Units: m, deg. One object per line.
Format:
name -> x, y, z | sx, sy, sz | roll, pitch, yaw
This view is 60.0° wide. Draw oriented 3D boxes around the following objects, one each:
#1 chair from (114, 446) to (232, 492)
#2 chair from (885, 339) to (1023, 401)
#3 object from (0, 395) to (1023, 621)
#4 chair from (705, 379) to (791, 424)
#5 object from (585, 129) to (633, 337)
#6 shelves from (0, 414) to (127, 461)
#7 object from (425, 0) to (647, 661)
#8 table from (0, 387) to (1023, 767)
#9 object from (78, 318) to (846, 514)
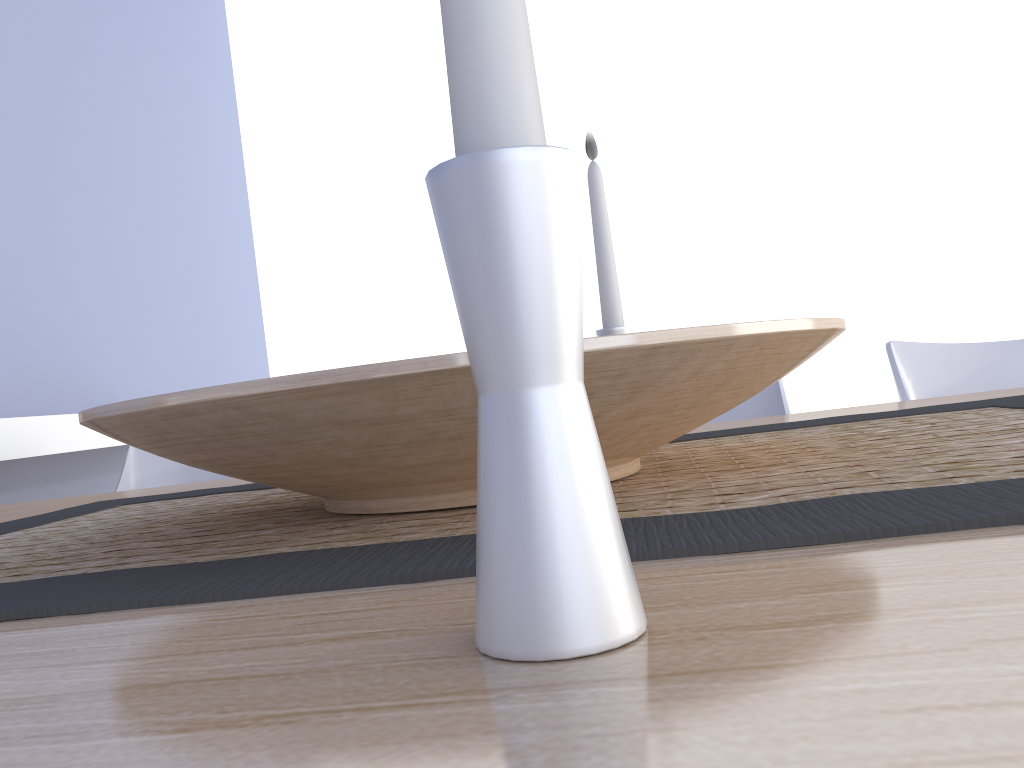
chair -> -0.384, 0.452, 1.252 | 0.510, 0.793, 0.486 | -7, -1, 9
chair -> 0.776, 0.306, 1.073 | 0.510, 0.793, 0.486 | -7, -1, 9
object -> -0.017, 0.072, 0.620 | 0.986, 0.005, 0.594 | -7, -1, 8
chair -> 0.192, 0.380, 1.163 | 0.510, 0.793, 0.486 | -7, -1, 9
object -> 0.107, -0.113, 0.985 | 0.045, 0.349, 0.045 | -7, -1, 9
shelves -> -1.049, 0.501, 0.498 | 0.463, 0.840, 3.901 | -7, -1, 9
object -> -0.009, -0.108, 0.234 | 0.045, 0.349, 0.045 | -6, -1, -40
table -> -0.078, 0.444, 0.623 | 2.340, 0.718, 1.002 | -7, -1, 9
object -> -0.025, 0.031, 0.618 | 0.493, 0.081, 0.493 | -7, -1, 27
